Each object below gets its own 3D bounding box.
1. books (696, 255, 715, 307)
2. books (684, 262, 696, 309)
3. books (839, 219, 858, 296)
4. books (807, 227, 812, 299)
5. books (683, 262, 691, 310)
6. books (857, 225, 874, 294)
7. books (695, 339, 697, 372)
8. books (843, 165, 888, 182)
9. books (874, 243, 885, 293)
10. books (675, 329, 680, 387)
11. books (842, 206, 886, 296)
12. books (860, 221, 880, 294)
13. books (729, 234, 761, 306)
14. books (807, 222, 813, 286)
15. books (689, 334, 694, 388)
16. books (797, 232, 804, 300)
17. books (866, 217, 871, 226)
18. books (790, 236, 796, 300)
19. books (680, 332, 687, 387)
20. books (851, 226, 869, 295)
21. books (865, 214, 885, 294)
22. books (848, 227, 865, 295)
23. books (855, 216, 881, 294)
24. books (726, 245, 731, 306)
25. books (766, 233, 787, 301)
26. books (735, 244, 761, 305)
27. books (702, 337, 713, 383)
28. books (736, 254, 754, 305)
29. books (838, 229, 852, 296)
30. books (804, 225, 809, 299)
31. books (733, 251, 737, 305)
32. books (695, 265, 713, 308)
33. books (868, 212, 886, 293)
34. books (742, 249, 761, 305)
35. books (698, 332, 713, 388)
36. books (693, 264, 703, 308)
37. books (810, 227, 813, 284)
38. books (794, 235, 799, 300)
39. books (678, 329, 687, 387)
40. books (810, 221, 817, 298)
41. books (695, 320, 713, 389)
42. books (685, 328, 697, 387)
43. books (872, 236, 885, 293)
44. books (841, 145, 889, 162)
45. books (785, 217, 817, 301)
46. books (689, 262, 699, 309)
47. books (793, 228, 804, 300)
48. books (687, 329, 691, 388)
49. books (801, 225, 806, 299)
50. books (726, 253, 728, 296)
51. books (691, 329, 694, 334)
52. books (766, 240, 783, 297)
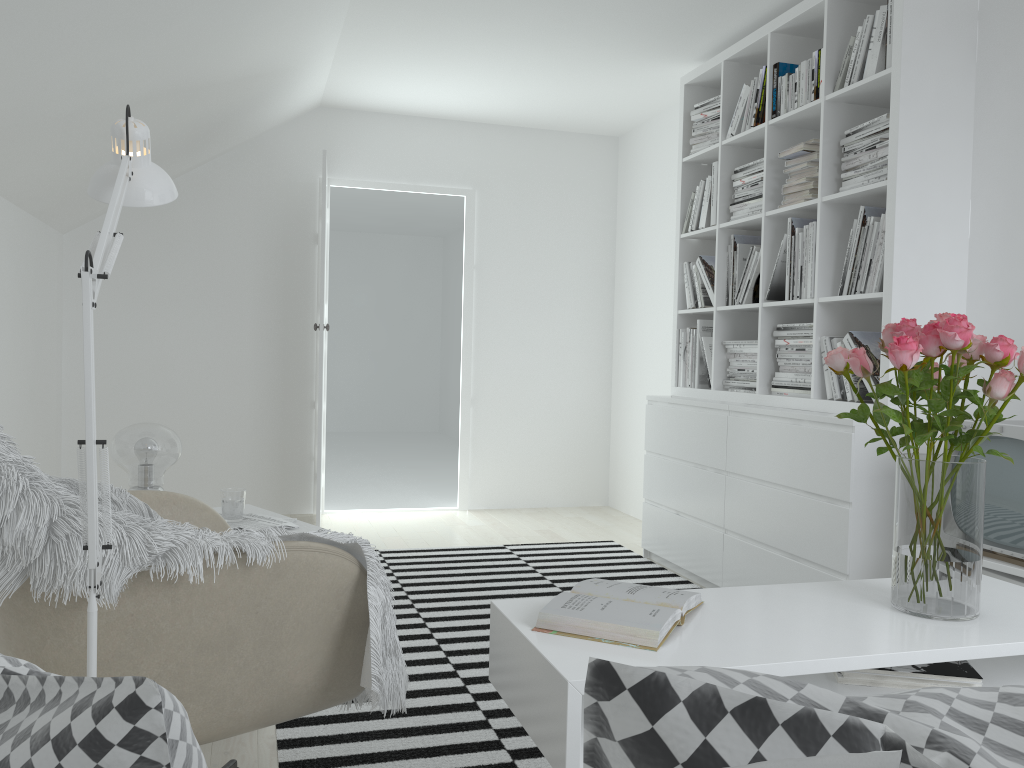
[{"bbox_3d":[1.000,-0.486,4.211,0.176,0.255,0.226,1,2,-17],"label":"books"},{"bbox_3d":[0.947,-0.483,4.371,0.172,0.235,0.112,1,2,-17],"label":"books"},{"bbox_3d":[1.304,-0.459,3.270,0.159,0.278,0.085,1,2,-17],"label":"books"},{"bbox_3d":[1.228,-0.464,3.432,0.174,0.273,0.021,1,2,-17],"label":"books"},{"bbox_3d":[0.945,-0.487,4.416,0.172,0.239,0.093,1,2,-17],"label":"books"},{"bbox_3d":[1.332,-0.439,3.186,0.161,0.248,0.077,1,2,-17],"label":"books"},{"bbox_3d":[0.965,-0.105,4.304,0.161,0.254,0.013,1,2,-17],"label":"books"},{"bbox_3d":[1.342,-0.753,3.197,0.161,0.013,0.254,1,2,-17],"label":"books"},{"bbox_3d":[1.362,-0.452,3.068,0.182,0.282,0.090,1,2,-17],"label":"books"},{"bbox_3d":[0.906,-0.129,4.459,0.182,0.288,0.016,1,2,-17],"label":"books"},{"bbox_3d":[1.322,-0.479,3.247,0.176,0.325,0.109,1,2,-17],"label":"books"},{"bbox_3d":[1.345,-0.443,3.172,0.167,0.258,0.085,1,2,-17],"label":"books"},{"bbox_3d":[1.080,-0.513,4.065,0.176,0.331,0.025,1,2,-17],"label":"books"},{"bbox_3d":[1.237,-0.476,3.459,0.180,0.296,0.028,1,2,-17],"label":"books"},{"bbox_3d":[0.952,-0.111,4.354,0.167,0.263,0.017,1,2,-17],"label":"books"},{"bbox_3d":[1.208,-0.462,3.509,0.167,0.263,0.017,1,2,-17],"label":"books"},{"bbox_3d":[1.343,-0.457,3.226,0.182,0.282,0.090,1,2,-17],"label":"books"},{"bbox_3d":[1.187,-0.460,3.544,0.161,0.256,0.013,1,2,-17],"label":"books"},{"bbox_3d":[0.927,-0.120,4.429,0.174,0.273,0.021,1,2,-17],"label":"books"},{"bbox_3d":[1.323,-0.441,3.209,0.161,0.249,0.078,1,2,-17],"label":"books"},{"bbox_3d":[1.365,-0.454,3.156,0.182,0.282,0.090,1,2,-17],"label":"books"},{"bbox_3d":[1.323,-0.442,3.240,0.161,0.248,0.078,1,2,-17],"label":"books"},{"bbox_3d":[1.336,-0.455,3.195,0.159,0.278,0.085,1,2,-17],"label":"books"},{"bbox_3d":[1.064,-0.491,4.081,0.159,0.285,0.012,1,2,-17],"label":"books"},{"bbox_3d":[1.155,-0.475,3.648,0.159,0.263,0.131,1,2,-17],"label":"books"},{"bbox_3d":[1.102,-0.489,4.039,0.182,0.288,0.016,1,2,-17],"label":"books"},{"bbox_3d":[0.992,-0.104,4.192,0.161,0.235,0.118,1,2,-17],"label":"books"},{"bbox_3d":[1.105,-0.457,3.952,0.161,0.226,0.137,1,2,-17],"label":"books"},{"bbox_3d":[1.303,-0.443,3.289,0.161,0.248,0.077,1,2,-17],"label":"books"},{"bbox_3d":[1.231,-0.473,3.481,0.182,0.288,0.016,1,2,-17],"label":"books"},{"bbox_3d":[1.084,-0.474,4.048,0.161,0.254,0.013,1,2,-17],"label":"books"},{"bbox_3d":[0.976,-0.467,4.276,0.161,0.213,0.118,1,2,-17],"label":"books"},{"bbox_3d":[1.371,-0.459,3.132,0.180,0.293,0.103,1,2,-17],"label":"books"},{"bbox_3d":[1.140,-0.470,3.915,0.182,0.257,0.158,1,2,-17],"label":"books"},{"bbox_3d":[0.983,-0.114,4.208,0.159,0.263,0.131,1,2,-17],"label":"books"},{"bbox_3d":[0.970,-0.472,4.314,0.161,0.218,0.101,1,2,-17],"label":"books"},{"bbox_3d":[1.233,-0.473,3.414,0.182,0.288,0.016,1,2,-17],"label":"books"},{"bbox_3d":[1.196,-0.458,3.521,0.161,0.254,0.012,1,2,-17],"label":"books"},{"bbox_3d":[0.921,-0.128,4.446,0.182,0.288,0.016,1,2,-17],"label":"books"},{"bbox_3d":[1.227,-0.471,3.396,0.182,0.288,0.016,1,2,-17],"label":"books"},{"bbox_3d":[0.971,-0.142,4.285,0.176,0.331,0.025,1,2,-17],"label":"books"},{"bbox_3d":[0.949,-0.129,4.410,0.180,0.296,0.028,1,2,-17],"label":"books"},{"bbox_3d":[1.372,-0.446,3.111,0.174,0.269,0.091,1,2,-17],"label":"books"},{"bbox_3d":[1.338,-0.823,3.189,0.161,0.012,0.254,1,2,-22],"label":"books"},{"bbox_3d":[1.187,-0.498,3.575,0.176,0.331,0.025,1,2,-17],"label":"books"},{"bbox_3d":[0.958,-0.480,4.341,0.152,0.232,0.104,1,2,-17],"label":"books"},{"bbox_3d":[1.199,-0.474,3.534,0.159,0.285,0.012,1,2,-17],"label":"books"},{"bbox_3d":[0.956,-0.125,4.389,0.182,0.288,0.016,1,2,-17],"label":"books"},{"bbox_3d":[1.227,-0.474,3.496,0.182,0.288,0.016,1,2,-17],"label":"books"},{"bbox_3d":[1.064,-0.478,4.095,0.161,0.254,0.012,1,2,-17],"label":"books"},{"bbox_3d":[0.961,-0.125,4.374,0.182,0.288,0.016,1,2,-17],"label":"books"},{"bbox_3d":[1.154,-0.468,3.667,0.161,0.235,0.118,1,2,-17],"label":"books"}]
